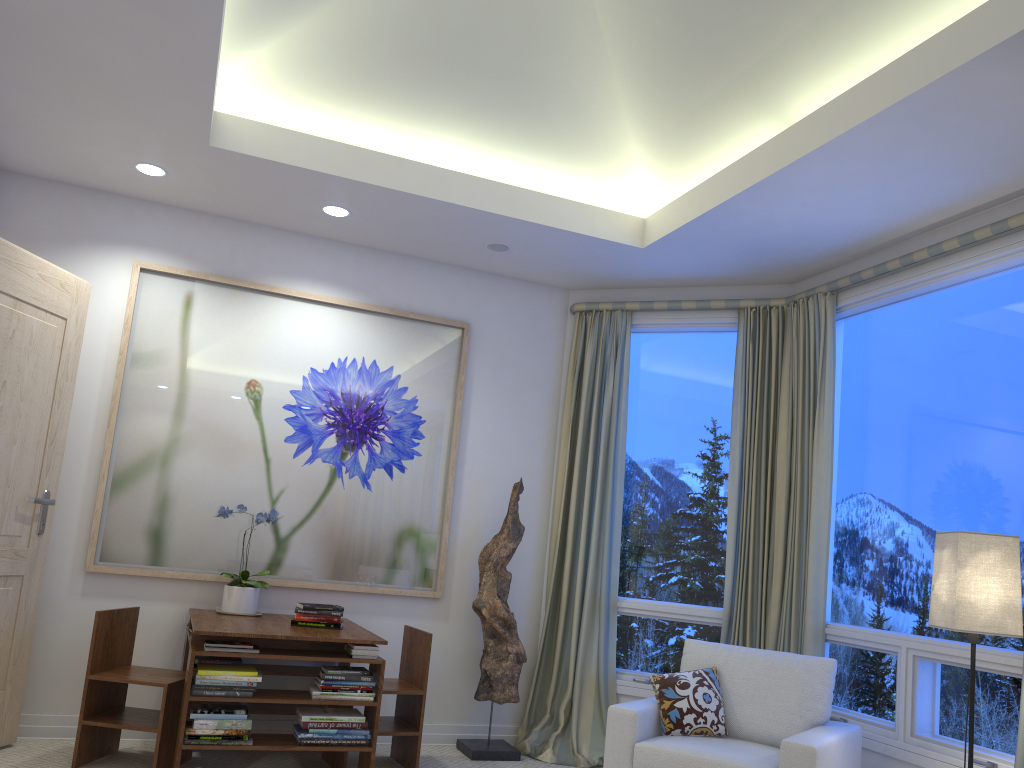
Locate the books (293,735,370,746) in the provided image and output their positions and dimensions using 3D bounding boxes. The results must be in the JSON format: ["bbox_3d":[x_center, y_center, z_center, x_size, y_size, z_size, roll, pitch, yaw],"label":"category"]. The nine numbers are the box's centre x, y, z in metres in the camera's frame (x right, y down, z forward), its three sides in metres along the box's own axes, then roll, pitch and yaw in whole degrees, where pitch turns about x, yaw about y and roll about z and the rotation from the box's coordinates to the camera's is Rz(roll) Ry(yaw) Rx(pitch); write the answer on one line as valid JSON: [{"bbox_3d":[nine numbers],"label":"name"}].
[{"bbox_3d":[-0.728,1.415,3.556,0.277,0.032,0.193,9,-11,-20],"label":"books"}]

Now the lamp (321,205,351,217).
[{"bbox_3d":[-0.826,-0.804,4.152,0.137,0.014,0.138,-4,-14,41],"label":"lamp"}]

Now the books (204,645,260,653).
[{"bbox_3d":[-1.088,1.023,3.434,0.201,0.015,0.140,9,-11,-20],"label":"books"}]

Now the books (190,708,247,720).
[{"bbox_3d":[-1.122,1.258,3.380,0.205,0.018,0.119,9,-11,-20],"label":"books"}]

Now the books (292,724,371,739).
[{"bbox_3d":[-0.725,1.391,3.546,0.285,0.018,0.182,9,-11,-20],"label":"books"}]

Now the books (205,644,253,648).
[{"bbox_3d":[-1.099,1.010,3.437,0.174,0.008,0.112,9,-11,-20],"label":"books"}]

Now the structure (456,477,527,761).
[{"bbox_3d":[-0.060,1.159,4.492,0.306,1.383,0.265,8,-8,-19],"label":"structure"}]

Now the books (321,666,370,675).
[{"bbox_3d":[-0.676,1.161,3.591,0.177,0.017,0.113,9,-11,-20],"label":"books"}]

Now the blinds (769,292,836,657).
[{"bbox_3d":[1.275,0.726,4.147,0.267,2.351,0.526,10,-9,-27],"label":"blinds"}]

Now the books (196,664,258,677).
[{"bbox_3d":[-1.103,1.108,3.425,0.218,0.018,0.158,9,-11,-20],"label":"books"}]

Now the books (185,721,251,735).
[{"bbox_3d":[-1.121,1.310,3.373,0.234,0.022,0.142,9,-11,-20],"label":"books"}]

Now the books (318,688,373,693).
[{"bbox_3d":[-0.678,1.229,3.578,0.205,0.011,0.149,9,-11,-20],"label":"books"}]

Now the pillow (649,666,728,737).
[{"bbox_3d":[0.714,1.272,3.566,0.285,0.270,0.188,7,-9,-11],"label":"pillow"}]

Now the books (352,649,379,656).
[{"bbox_3d":[-0.614,1.085,3.611,0.108,0.020,0.151,9,-11,-20],"label":"books"}]

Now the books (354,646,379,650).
[{"bbox_3d":[-0.608,1.067,3.609,0.100,0.012,0.141,9,-11,-20],"label":"books"}]

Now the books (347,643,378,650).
[{"bbox_3d":[-0.607,1.067,3.609,0.103,0.013,0.143,9,-11,-20],"label":"books"}]

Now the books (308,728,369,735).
[{"bbox_3d":[-0.700,1.379,3.554,0.235,0.018,0.170,8,-11,-15],"label":"books"}]

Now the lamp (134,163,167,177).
[{"bbox_3d":[-1.580,-0.930,3.872,0.137,0.014,0.138,-4,-14,41],"label":"lamp"}]

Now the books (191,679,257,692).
[{"bbox_3d":[-1.110,1.160,3.408,0.235,0.019,0.144,9,-11,-20],"label":"books"}]

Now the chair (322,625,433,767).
[{"bbox_3d":[-0.607,1.403,3.975,0.341,0.606,0.341,10,-9,-25],"label":"chair"}]

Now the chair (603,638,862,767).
[{"bbox_3d":[0.870,1.397,3.460,0.806,0.701,0.693,-1,-11,34],"label":"chair"}]

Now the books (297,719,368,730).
[{"bbox_3d":[-0.723,1.354,3.557,0.257,0.033,0.156,9,-11,-20],"label":"books"}]

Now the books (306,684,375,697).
[{"bbox_3d":[-0.695,1.240,3.584,0.249,0.015,0.180,9,-11,-20],"label":"books"}]

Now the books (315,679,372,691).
[{"bbox_3d":[-0.684,1.216,3.579,0.210,0.015,0.146,9,-11,-20],"label":"books"}]

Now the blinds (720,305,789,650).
[{"bbox_3d":[1.165,0.744,4.305,0.524,2.353,0.272,2,-9,23],"label":"blinds"}]

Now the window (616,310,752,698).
[{"bbox_3d":[1.900,0.185,1.900,0.816,2.010,6.884,9,-11,-20],"label":"window"}]

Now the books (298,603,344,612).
[{"bbox_3d":[-0.840,0.978,3.882,0.181,0.018,0.126,11,-12,-25],"label":"books"}]

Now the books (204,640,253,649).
[{"bbox_3d":[-1.100,1.010,3.437,0.177,0.009,0.113,9,-11,-20],"label":"books"}]

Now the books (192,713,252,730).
[{"bbox_3d":[-1.107,1.285,3.380,0.209,0.035,0.145,9,-11,-20],"label":"books"}]

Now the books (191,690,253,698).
[{"bbox_3d":[-1.117,1.178,3.405,0.218,0.020,0.158,9,-11,-20],"label":"books"}]

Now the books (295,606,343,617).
[{"bbox_3d":[-0.844,0.997,3.880,0.205,0.020,0.125,7,-11,-10],"label":"books"}]

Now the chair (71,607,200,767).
[{"bbox_3d":[-1.518,1.255,3.662,0.340,0.606,0.343,5,-9,5],"label":"chair"}]

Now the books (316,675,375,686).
[{"bbox_3d":[-0.675,1.203,3.588,0.218,0.016,0.138,9,-11,-20],"label":"books"}]

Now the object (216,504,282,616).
[{"bbox_3d":[-1.255,0.814,4.123,0.306,0.500,0.217,9,-9,-20],"label":"object"}]

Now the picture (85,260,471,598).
[{"bbox_3d":[-1.077,0.261,4.384,1.684,1.449,0.030,9,-9,-20],"label":"picture"}]

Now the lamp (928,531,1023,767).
[{"bbox_3d":[1.370,1.195,3.473,0.276,1.196,1.540,7,-10,-7],"label":"lamp"}]

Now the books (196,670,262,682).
[{"bbox_3d":[-1.095,1.128,3.435,0.240,0.019,0.174,8,-11,-15],"label":"books"}]

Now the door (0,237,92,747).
[{"bbox_3d":[-2.070,0.341,2.998,0.360,2.040,1.797,6,-9,-3],"label":"door"}]

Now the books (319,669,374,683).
[{"bbox_3d":[-0.672,1.183,3.592,0.206,0.026,0.125,8,-11,-15],"label":"books"}]

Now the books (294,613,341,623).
[{"bbox_3d":[-0.851,1.020,3.876,0.190,0.031,0.132,8,-11,-15],"label":"books"}]

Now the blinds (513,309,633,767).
[{"bbox_3d":[0.340,0.725,4.634,0.642,2.357,0.297,2,-8,21],"label":"blinds"}]

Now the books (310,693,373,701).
[{"bbox_3d":[-0.691,1.254,3.579,0.240,0.017,0.174,8,-11,-15],"label":"books"}]

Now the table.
[{"bbox_3d":[-1.032,1.335,3.810,0.742,0.595,0.905,9,-11,-20],"label":"table"}]

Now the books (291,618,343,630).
[{"bbox_3d":[-0.851,1.049,3.882,0.212,0.027,0.155,6,-11,-5],"label":"books"}]

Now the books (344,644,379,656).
[{"bbox_3d":[-0.614,1.085,3.610,0.112,0.022,0.154,9,-11,-20],"label":"books"}]

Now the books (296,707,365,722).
[{"bbox_3d":[-0.730,1.328,3.556,0.249,0.022,0.180,9,-11,-20],"label":"books"}]

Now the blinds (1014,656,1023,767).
[{"bbox_3d":[1.771,0.527,2.866,0.228,2.350,0.664,8,-8,-15],"label":"blinds"}]

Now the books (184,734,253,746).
[{"bbox_3d":[-1.122,1.350,3.379,0.243,0.019,0.169,9,-11,-20],"label":"books"}]

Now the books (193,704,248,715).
[{"bbox_3d":[-1.115,1.242,3.383,0.198,0.017,0.114,9,-11,-20],"label":"books"}]

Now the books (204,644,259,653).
[{"bbox_3d":[-1.087,1.023,3.435,0.201,0.014,0.137,9,-11,-20],"label":"books"}]

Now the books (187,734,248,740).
[{"bbox_3d":[-1.124,1.331,3.377,0.218,0.021,0.158,9,-11,-20],"label":"books"}]

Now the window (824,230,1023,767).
[{"bbox_3d":[1.744,0.494,3.592,0.206,2.012,1.521,8,-9,-20],"label":"window"}]

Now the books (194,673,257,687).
[{"bbox_3d":[-1.107,1.142,3.418,0.223,0.020,0.155,9,-11,-20],"label":"books"}]

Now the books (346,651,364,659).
[{"bbox_3d":[-0.613,1.101,3.603,0.103,0.013,0.143,9,-11,-20],"label":"books"}]

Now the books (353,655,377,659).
[{"bbox_3d":[-0.613,1.101,3.604,0.101,0.012,0.141,9,-11,-20],"label":"books"}]

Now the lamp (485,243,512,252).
[{"bbox_3d":[-0.070,-0.677,4.433,0.137,0.014,0.138,-4,-14,41],"label":"lamp"}]
